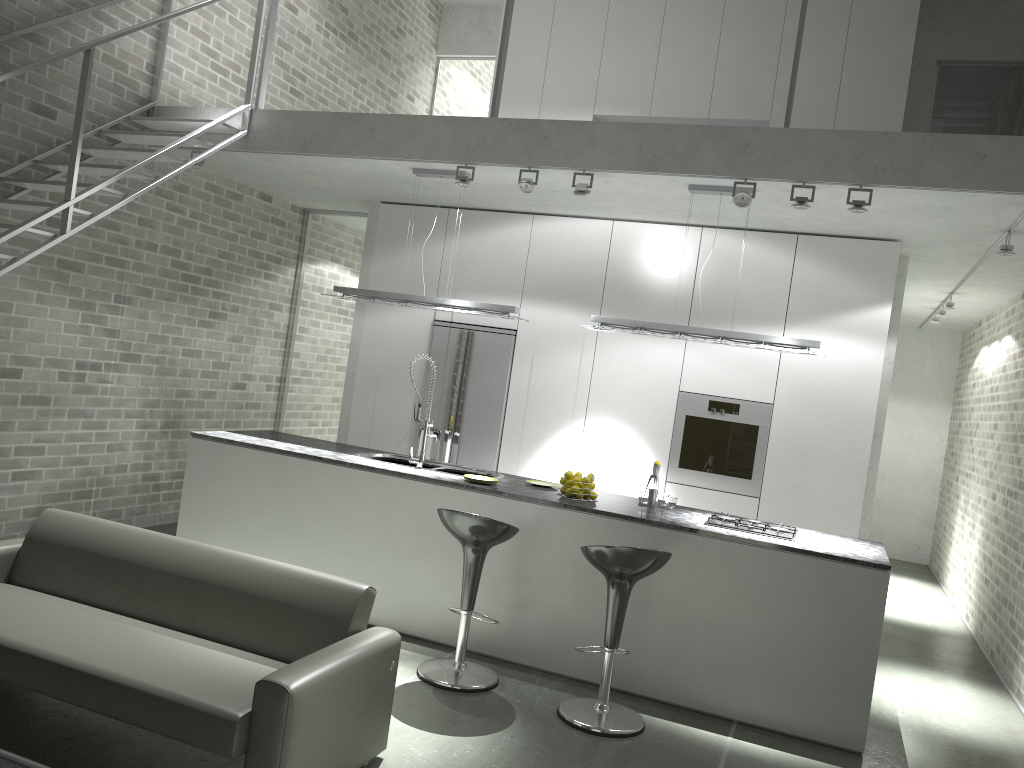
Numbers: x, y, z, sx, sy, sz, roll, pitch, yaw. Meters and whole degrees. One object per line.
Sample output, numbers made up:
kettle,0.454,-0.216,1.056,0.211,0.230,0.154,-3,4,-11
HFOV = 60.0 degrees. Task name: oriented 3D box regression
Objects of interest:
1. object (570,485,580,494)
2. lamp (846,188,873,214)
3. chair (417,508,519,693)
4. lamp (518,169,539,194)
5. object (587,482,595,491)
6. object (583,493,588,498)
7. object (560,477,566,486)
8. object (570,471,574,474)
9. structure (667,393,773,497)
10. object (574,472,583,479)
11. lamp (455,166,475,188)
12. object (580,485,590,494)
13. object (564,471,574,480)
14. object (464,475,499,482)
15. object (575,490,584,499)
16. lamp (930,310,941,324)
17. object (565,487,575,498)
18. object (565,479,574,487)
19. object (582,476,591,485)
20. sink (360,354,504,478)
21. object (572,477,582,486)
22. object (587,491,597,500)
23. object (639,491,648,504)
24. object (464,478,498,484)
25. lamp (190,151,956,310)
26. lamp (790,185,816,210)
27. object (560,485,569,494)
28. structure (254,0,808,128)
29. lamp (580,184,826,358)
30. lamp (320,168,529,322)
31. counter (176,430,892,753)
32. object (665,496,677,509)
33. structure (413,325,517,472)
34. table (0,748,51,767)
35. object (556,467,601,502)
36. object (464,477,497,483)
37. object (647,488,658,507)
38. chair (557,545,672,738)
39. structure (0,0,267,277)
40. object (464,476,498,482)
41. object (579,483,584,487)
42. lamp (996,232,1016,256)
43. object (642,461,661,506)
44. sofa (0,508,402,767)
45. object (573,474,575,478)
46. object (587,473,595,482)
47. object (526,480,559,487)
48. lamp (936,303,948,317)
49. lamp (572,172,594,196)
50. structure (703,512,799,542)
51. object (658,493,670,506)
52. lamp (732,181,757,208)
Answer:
object,0.377,0.633,5.311,0.061,0.054,0.052,8,1,-13
lamp,1.956,-1.035,4.998,0.109,0.135,0.109,8,1,-22
chair,-0.232,1.130,4.797,0.457,0.931,0.464,9,1,34
lamp,0.099,-1.298,5.672,0.115,0.151,0.115,8,1,-27
object,0.478,0.624,5.390,0.061,0.054,0.053,8,1,-34
object,0.441,0.671,5.408,0.061,0.055,0.050,8,1,-34
object,0.322,0.597,5.432,0.053,0.051,0.063,8,1,-21
object,0.352,0.562,5.447,0.052,0.060,0.057,8,1,-2
structure,1.547,0.451,6.642,0.692,0.680,0.036,8,1,20
object,0.405,0.562,5.403,0.051,0.053,0.063,8,1,12
lamp,-0.311,-1.365,5.832,0.109,0.136,0.109,8,1,-28
object,0.439,0.634,5.344,0.061,0.055,0.051,8,1,-11
object,0.346,0.557,5.394,0.053,0.051,0.063,8,1,-32
object,-0.191,0.586,5.463,0.217,0.017,0.216,8,1,-37
object,0.407,0.665,5.335,0.051,0.053,0.063,8,1,18
lamp,4.541,-0.719,9.499,0.109,0.135,0.109,8,1,-28
object,0.358,0.657,5.366,0.064,0.063,0.074,8,1,31
object,0.354,0.604,5.380,0.062,0.053,0.052,8,1,-18
object,0.447,0.584,5.349,0.051,0.053,0.063,8,1,23
sink,-0.520,0.325,5.986,0.987,1.023,0.546,8,1,20
object,0.389,0.588,5.337,0.061,0.052,0.053,8,1,23
object,0.486,0.676,5.369,0.062,0.052,0.053,8,1,-41
object,0.835,0.717,5.598,0.064,0.070,0.063,8,1,-32
object,-0.193,0.600,5.464,0.217,0.017,0.216,8,1,-37
lamp,0.891,-1.213,7.455,6.854,0.136,0.110,8,1,-15
lamp,1.670,-1.076,5.103,0.109,0.135,0.109,8,1,-22
object,0.324,0.645,5.415,0.060,0.057,0.052,8,1,12
structure,0.802,-2.063,5.465,5.560,0.972,0.070,8,1,20
lamp,1.242,-0.743,5.530,1.490,0.964,0.290,8,1,20
lamp,-0.557,-1.006,6.194,1.490,0.964,0.290,8,1,20
counter,-0.042,1.112,5.660,4.400,0.960,0.900,8,1,20
object,0.994,0.740,5.544,0.064,0.070,0.063,8,1,28
structure,-0.447,0.499,7.392,0.743,1.900,0.160,8,1,20
table,-1.616,1.295,2.392,0.820,0.270,0.800,8,1,20
object,0.409,0.606,5.402,0.189,0.174,0.207,8,1,-25
object,-0.192,0.595,5.463,0.217,0.017,0.216,8,1,-37
object,0.869,0.705,5.489,0.060,0.106,0.060,8,1,14
chair,0.518,1.240,4.484,0.457,0.931,0.464,8,1,1
structure,-3.203,-0.961,4.526,0.902,4.246,4.345,8,1,20
object,-0.192,0.590,5.463,0.217,0.017,0.216,8,1,-37
object,0.419,0.627,5.367,0.051,0.053,0.062,8,1,18
lamp,3.119,-0.878,5.585,0.109,0.132,0.109,8,1,-28
object,0.892,0.616,5.497,0.088,0.288,0.101,8,1,-40
sofa,-1.601,1.057,3.676,2.114,0.717,0.902,8,1,20
object,0.398,0.580,5.470,0.063,0.051,0.053,8,1,-34
object,0.480,0.574,5.408,0.050,0.060,0.059,8,1,10
object,0.196,0.652,5.752,0.217,0.017,0.216,7,1,-44
lamp,4.331,-0.744,8.921,0.109,0.132,0.109,8,1,-28
lamp,0.444,-1.248,5.567,0.115,0.151,0.115,8,1,-27
structure,1.396,0.818,5.146,0.500,0.038,0.500,8,1,20
object,0.960,0.734,5.630,0.064,0.070,0.063,8,1,-32
lamp,1.357,-1.112,5.200,0.131,0.154,0.098,8,1,20
